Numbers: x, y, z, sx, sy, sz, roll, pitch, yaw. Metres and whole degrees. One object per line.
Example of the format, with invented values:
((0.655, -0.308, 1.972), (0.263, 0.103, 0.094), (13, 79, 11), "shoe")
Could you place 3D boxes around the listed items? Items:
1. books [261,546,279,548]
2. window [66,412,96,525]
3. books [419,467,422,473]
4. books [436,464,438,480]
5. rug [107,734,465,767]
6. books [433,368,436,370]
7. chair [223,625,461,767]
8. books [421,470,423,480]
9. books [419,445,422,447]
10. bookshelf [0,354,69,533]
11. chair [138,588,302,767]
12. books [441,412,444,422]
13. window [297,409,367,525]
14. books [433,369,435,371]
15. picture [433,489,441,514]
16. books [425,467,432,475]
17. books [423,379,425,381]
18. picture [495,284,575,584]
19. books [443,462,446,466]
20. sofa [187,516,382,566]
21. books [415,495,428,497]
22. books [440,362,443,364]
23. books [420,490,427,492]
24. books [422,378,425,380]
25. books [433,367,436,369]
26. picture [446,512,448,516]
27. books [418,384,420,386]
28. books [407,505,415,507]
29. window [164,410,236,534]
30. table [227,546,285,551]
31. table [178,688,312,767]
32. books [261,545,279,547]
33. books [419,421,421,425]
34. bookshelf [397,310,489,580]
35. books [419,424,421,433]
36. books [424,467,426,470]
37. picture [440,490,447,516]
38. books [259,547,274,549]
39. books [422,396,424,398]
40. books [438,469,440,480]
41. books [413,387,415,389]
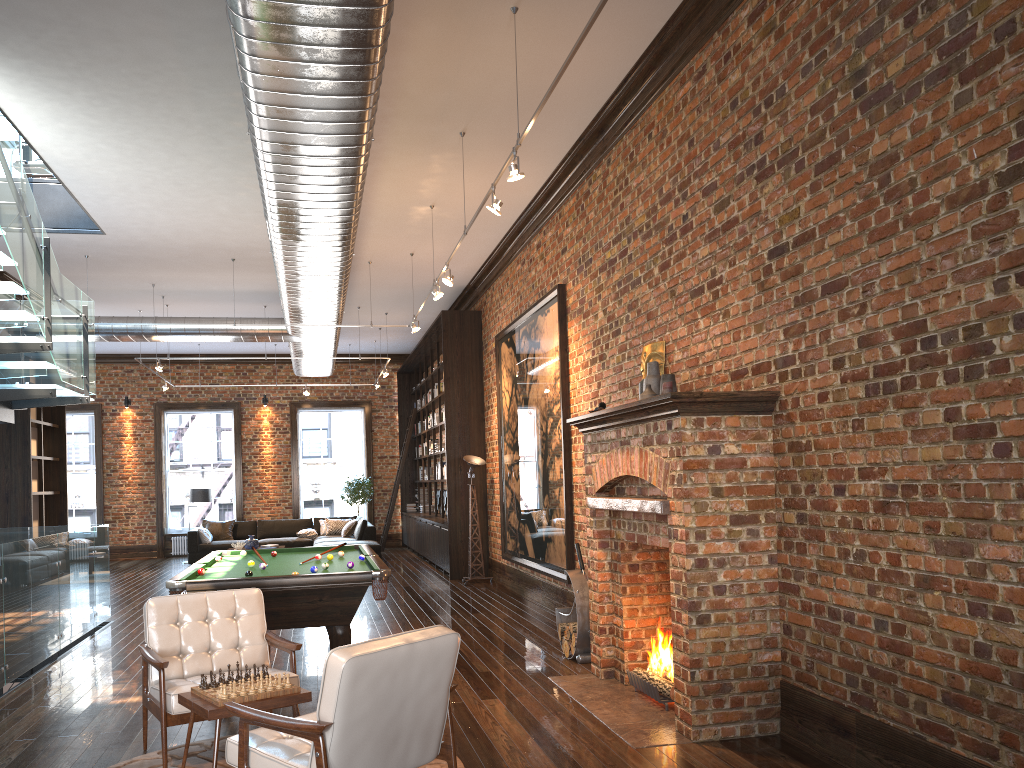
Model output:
((-4.402, 2.966, 16.104), (0.205, 0.024, 0.263), (-4, -7, 22), "books")
((-9.705, 1.980, 19.118), (1.519, 2.745, 0.155), (-1, -1, -13), "window")
((-1.999, 2.030, 20.051), (0.183, 0.300, 0.015), (-1, -1, -13), "books")
((-1.373, 1.704, 17.227), (0.184, 0.300, 0.016), (-1, -1, -13), "books")
((-1.208, 1.957, 4.324), (1.969, 0.015, 1.981), (-1, -6, -11), "rug")
((-1.427, -0.276, 17.172), (0.199, 0.017, 0.304), (0, -6, -17), "books")
((-0.689, 1.452, 3.682), (0.743, 0.863, 0.769), (-4, -4, 37), "chair")
((-1.893, 2.000, 19.485), (0.212, 0.232, 0.019), (-1, -1, -13), "books")
((-1.996, 1.515, 19.953), (0.179, 0.298, 0.015), (-1, -1, -13), "books")
((-6.803, 1.277, 12.653), (0.400, 3.506, 1.789), (-2, -2, -13), "bookshelf")
((-1.623, 1.615, 4.934), (0.768, 0.863, 0.744), (0, -4, -32), "chair")
((-1.177, 0.619, 16.107), (0.223, 0.208, 0.065), (-1, -2, -13), "books")
((-4.123, 1.936, 20.363), (1.519, 2.745, 0.155), (-1, -1, -13), "window")
((-1.418, -0.262, 17.173), (0.204, 0.011, 0.310), (0, -6, -13), "books")
((-1.539, 2.419, 18.260), (0.112, 0.496, 0.510), (-1, -4, -13), "picture")
((-1.812, 1.952, 19.293), (0.129, 0.282, 0.030), (-1, -1, -13), "books")
((-1.719, -0.085, 18.425), (0.232, 0.006, 0.290), (0, -6, -16), "books")
((0.199, 0.673, 10.411), (0.080, 2.992, 3.216), (-2, -4, -13), "picture")
((-1.244, 1.626, 16.613), (0.186, 0.316, 0.015), (-1, -1, -13), "books")
((-4.326, 2.977, 16.634), (3.498, 0.801, 3.468), (0, -6, -13), "sofa")
((-2.055, 2.543, 20.171), (0.260, 0.028, 0.317), (0, -6, -13), "books")
((-1.269, -0.369, 16.459), (0.205, 0.017, 0.361), (0, -6, -15), "books")
((-2.033, 2.439, 20.179), (0.184, 0.030, 0.266), (-1, -6, -7), "books")
((-1.816, -0.098, 18.961), (0.192, 0.007, 0.366), (-1, -6, -11), "books")
((-1.432, -0.292, 17.171), (0.215, 0.015, 0.321), (0, -6, -15), "books")
((-1.143, 2.216, 16.479), (0.112, 0.496, 0.510), (-1, -4, -13), "picture")
((-1.918, 0.019, 19.338), (0.229, 0.033, 0.274), (-1, -6, -9), "books")
((-2.302, 2.774, 20.170), (0.185, 0.013, 0.273), (-1, -6, -10), "books")
((-6.915, 1.958, 19.740), (1.519, 2.745, 0.155), (-1, -1, -13), "window")
((-4.623, 3.148, 16.014), (1.000, 0.344, 1.006), (-1, -6, -13), "table")
((-1.261, 1.708, 4.198), (0.516, 0.493, 0.464), (1, -5, -38), "table")
((-4.399, 2.939, 16.098), (0.205, 0.028, 0.263), (-4, -6, 20), "books")
((-1.958, 0.979, 19.683), (0.189, 0.303, 0.014), (-1, -1, -13), "books")
((-1.489, 1.309, 16.797), (0.600, 3.984, 7.446), (-2, -5, -13), "bookshelf")
((-1.950, 1.010, 19.622), (0.191, 0.228, 0.034), (-1, -1, -13), "books")
((-1.849, 1.970, 19.469), (0.159, 0.284, 0.014), (-1, -1, -13), "books")
((-1.326, 2.310, 17.302), (0.112, 0.496, 0.510), (-1, -4, -13), "picture")
((-4.343, 2.929, 15.761), (0.262, 0.024, 0.206), (2, -7, -35), "books")
((-1.945, 0.443, 19.567), (0.167, 0.337, 0.016), (-1, -1, -13), "books")
((-1.331, 1.729, 17.034), (0.174, 0.206, 0.031), (-1, -1, -13), "books")
((-2.126, 0.083, 20.263), (0.230, 0.015, 0.314), (0, -6, -16), "books")
